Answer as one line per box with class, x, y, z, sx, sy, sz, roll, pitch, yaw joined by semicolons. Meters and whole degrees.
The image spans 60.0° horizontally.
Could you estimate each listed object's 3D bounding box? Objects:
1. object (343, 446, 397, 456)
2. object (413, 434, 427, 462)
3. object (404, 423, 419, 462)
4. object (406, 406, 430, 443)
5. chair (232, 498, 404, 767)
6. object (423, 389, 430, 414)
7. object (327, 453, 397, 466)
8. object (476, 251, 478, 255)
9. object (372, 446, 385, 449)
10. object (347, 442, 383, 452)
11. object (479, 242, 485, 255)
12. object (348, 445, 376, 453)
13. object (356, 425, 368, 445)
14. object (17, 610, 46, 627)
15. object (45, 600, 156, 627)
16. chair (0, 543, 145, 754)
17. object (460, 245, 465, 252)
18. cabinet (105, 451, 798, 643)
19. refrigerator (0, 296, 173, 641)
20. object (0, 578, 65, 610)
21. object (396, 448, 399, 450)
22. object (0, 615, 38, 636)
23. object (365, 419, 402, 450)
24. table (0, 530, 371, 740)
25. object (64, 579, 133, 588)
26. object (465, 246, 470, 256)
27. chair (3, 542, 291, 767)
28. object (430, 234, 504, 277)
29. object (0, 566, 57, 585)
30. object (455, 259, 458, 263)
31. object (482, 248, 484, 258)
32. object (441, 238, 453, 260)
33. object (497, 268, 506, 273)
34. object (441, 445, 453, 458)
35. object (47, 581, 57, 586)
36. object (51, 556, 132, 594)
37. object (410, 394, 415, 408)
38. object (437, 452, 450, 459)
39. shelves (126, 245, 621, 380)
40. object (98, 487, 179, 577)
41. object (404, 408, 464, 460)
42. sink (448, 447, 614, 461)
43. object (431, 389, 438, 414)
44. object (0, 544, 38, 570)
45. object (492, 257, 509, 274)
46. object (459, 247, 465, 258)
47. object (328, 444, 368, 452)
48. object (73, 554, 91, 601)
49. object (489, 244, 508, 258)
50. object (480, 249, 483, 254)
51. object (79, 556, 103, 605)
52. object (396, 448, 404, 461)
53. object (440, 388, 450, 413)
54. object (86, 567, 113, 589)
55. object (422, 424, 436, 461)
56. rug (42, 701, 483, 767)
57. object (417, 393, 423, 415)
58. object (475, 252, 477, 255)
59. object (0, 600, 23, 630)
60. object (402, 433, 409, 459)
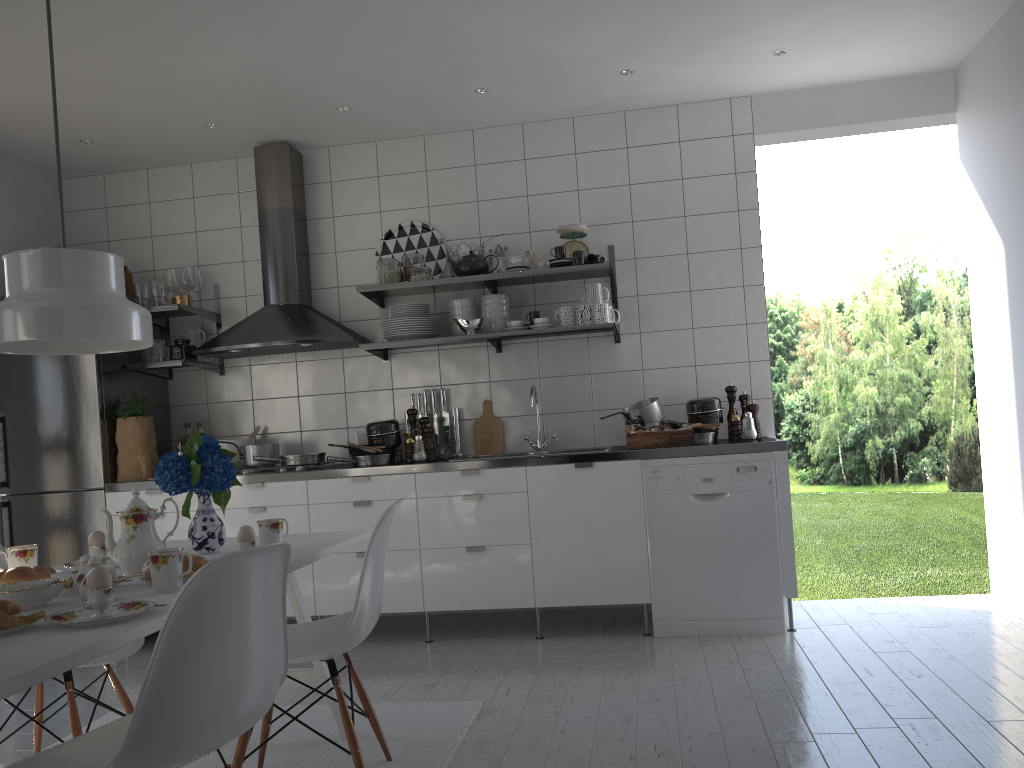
object;-0.743;0.341;4.448;0.347;0.082;0.243;-2;-3;-40
object;-0.460;0.317;4.393;0.069;0.135;0.069;-4;-1;-11
object;-0.500;0.294;4.446;0.080;0.192;0.058;-4;-1;-2
object;-0.473;0.250;4.525;0.123;0.282;0.061;-4;0;14
chair;-0.547;0.739;2.470;0.542;0.800;0.465;-4;-1;-2
object;-0.453;0.095;4.709;0.033;0.132;0.022;-4;0;13
object;-0.757;0.379;4.473;0.351;0.061;0.232;-3;-3;-13
object;-0.196;-0.606;4.617;0.023;0.186;0.081;-4;-1;18
object;-0.714;0.323;4.424;0.065;0.021;0.337;-3;-3;-28
object;-0.734;0.312;4.391;0.059;0.061;0.335;-3;-3;-34
object;-0.179;-0.628;4.627;0.085;0.226;0.027;-4;0;-8
object;-0.747;0.320;4.383;0.064;0.044;0.335;-3;-3;-25
object;-0.779;0.320;4.714;0.101;0.201;0.081;-4;-1;-1
object;-0.954;0.455;1.695;0.109;0.036;0.070;-2;-3;-33
object;-0.810;0.456;1.750;0.201;0.016;0.201;-5;-3;24
chair;-1.390;0.804;2.613;0.542;0.800;0.465;-4;-1;3
object;-0.252;-0.624;4.678;0.029;0.232;0.063;-4;-1;-3
cabinet;-0.322;0.817;4.412;3.239;0.795;0.662;-4;-1;9
refrigerator;-2.242;0.459;4.686;0.576;1.800;0.694;-4;-1;9
object;-1.068;0.462;1.946;0.158;0.058;0.158;-4;-2;-1
object;-0.666;0.314;4.745;0.101;0.201;0.081;-4;-1;29
object;-0.986;0.466;1.686;0.158;0.016;0.158;-3;-3;-21
object;-0.652;0.260;4.493;0.190;0.159;0.198;-3;-2;-30
table;-1.002;0.828;2.191;0.814;0.660;1.826;-4;-2;9
object;-0.984;0.469;2.072;0.180;0.001;0.022;-3;-3;-17
object;-0.221;-0.624;4.667;0.025;0.227;0.086;-4;-1;-22
chair;-0.672;0.713;1.702;0.543;0.800;0.464;-4;-1;23
object;-0.227;-0.649;4.610;0.378;0.279;0.198;-4;-1;-9
object;-1.208;0.474;2.178;0.160;0.057;0.124;-3;-2;-27
object;-0.284;-0.599;4.646;0.023;0.186;0.080;-4;-1;-17
object;-0.170;-0.611;4.605;0.062;0.190;0.023;-4;0;-10
object;-0.307;-0.631;4.576;0.113;0.250;0.021;-4;0;13
object;-0.034;-0.553;4.458;0.079;0.047;0.082;-3;-2;-17
object;-0.338;0.353;4.651;0.069;0.068;0.029;-4;-1;14
object;-1.013;0.440;1.930;0.031;0.032;0.138;-3;-3;-37
object;-1.029;0.455;2.130;0.186;0.083;0.140;-4;-2;9
object;-0.525;0.110;4.721;0.027;0.114;0.019;-4;0;4
object;-0.353;0.370;4.586;0.072;0.031;0.070;-4;-2;9
shelves;-0.736;-0.380;4.592;2.541;0.512;0.427;-4;-1;9
object;-0.985;0.388;2.351;0.149;0.230;0.140;-4;-1;27
object;-0.421;0.268;4.705;0.322;0.260;0.067;-4;-1;9
sink;0.109;0.394;4.324;0.766;0.111;0.487;-4;-3;9
object;-0.411;0.092;4.703;0.033;0.132;0.022;-4;0;13
object;-1.294;0.477;2.337;0.078;0.095;0.091;-4;-1;7
object;-0.058;-0.587;4.582;0.084;0.130;0.084;-4;-1;-13
object;-0.248;-0.619;4.658;0.028;0.220;0.100;-4;-1;-20
object;-0.731;0.327;4.446;0.246;0.080;0.356;-5;-3;16
object;-0.956;0.434;1.999;0.069;0.102;0.065;-4;-1;9
object;-0.066;-0.629;4.595;0.104;0.203;0.077;-4;-1;7
object;-0.185;-0.607;4.585;0.090;0.181;0.023;-4;0;-18
object;-0.915;0.429;1.945;0.069;0.102;0.065;-4;-1;9
object;-0.602;0.372;4.658;0.066;0.067;0.053;-3;-1;-31
object;-0.355;0.088;4.694;0.046;0.132;0.022;-4;0;12
object;-0.815;0.392;1.750;0.048;0.063;0.048;-4;-1;13
object;-0.418;0.292;4.454;0.058;0.184;0.058;-4;-1;37
rug;-0.986;1.157;2.146;1.427;0.004;2.311;-4;-3;9
object;-0.491;0.107;4.716;0.027;0.114;0.019;-4;0;4
object;-0.215;-0.606;4.631;0.029;0.187;0.153;-4;-1;22
object;-1.006;0.438;1.686;0.124;0.057;0.161;-3;-3;-27
object;-0.502;0.325;4.622;0.115;0.144;0.127;-3;-2;-43
